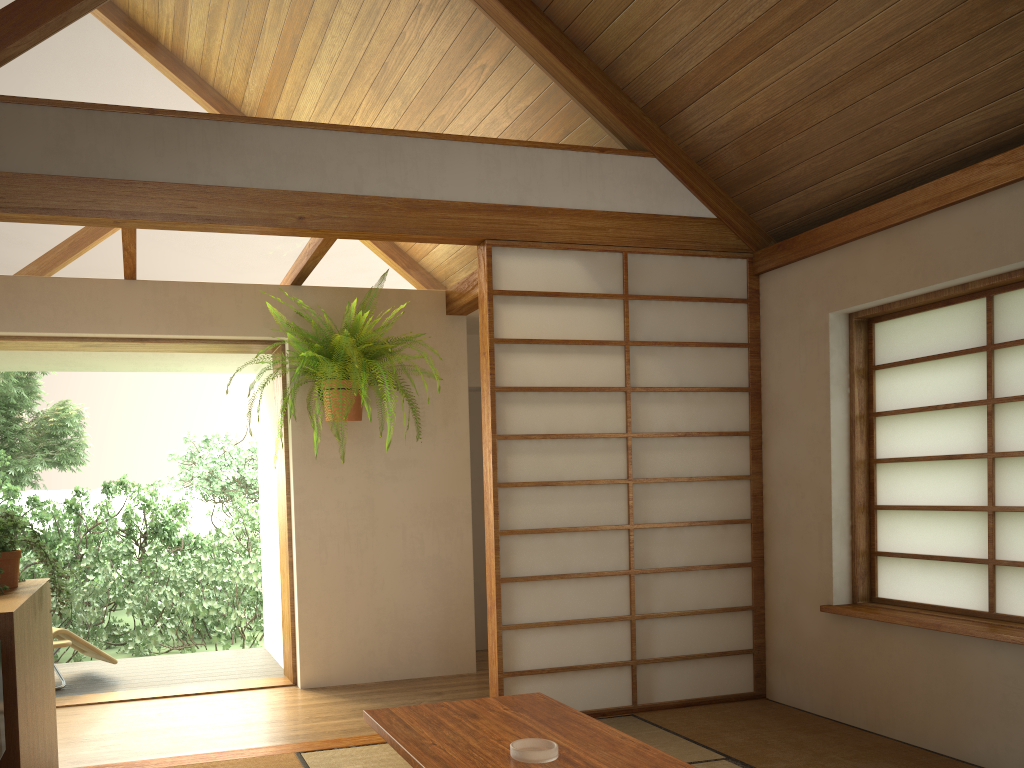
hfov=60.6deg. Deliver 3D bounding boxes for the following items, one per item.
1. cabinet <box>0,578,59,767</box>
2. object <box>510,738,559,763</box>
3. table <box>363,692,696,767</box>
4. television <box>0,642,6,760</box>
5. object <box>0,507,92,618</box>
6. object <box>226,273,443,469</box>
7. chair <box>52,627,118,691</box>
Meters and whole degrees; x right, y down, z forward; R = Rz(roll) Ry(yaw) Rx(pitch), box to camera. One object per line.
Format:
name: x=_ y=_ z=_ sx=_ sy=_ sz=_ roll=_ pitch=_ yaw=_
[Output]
cabinet: x=-1.350 y=0.896 z=1.790 sx=0.532 sy=0.736 sz=2.783 roll=-1 pitch=-6 yaw=-23
object: x=0.056 y=0.918 z=2.192 sx=0.128 sy=0.030 sz=0.111 roll=-8 pitch=-8 yaw=43
table: x=0.067 y=1.105 z=2.223 sx=0.575 sy=0.336 sz=1.263 roll=0 pitch=-6 yaw=-22
television: x=-1.326 y=0.721 z=1.792 sx=0.469 sy=0.539 sz=0.671 roll=-1 pitch=-3 yaw=-21
object: x=-1.702 y=0.583 z=2.794 sx=0.528 sy=0.376 sz=0.540 roll=-4 pitch=-4 yaw=30
object: x=-0.866 y=-0.050 z=4.739 sx=1.208 sy=1.129 sz=1.116 roll=0 pitch=-3 yaw=-26
chair: x=-3.033 y=1.503 z=5.193 sx=1.153 sy=0.628 sz=0.860 roll=3 pitch=-6 yaw=-45
